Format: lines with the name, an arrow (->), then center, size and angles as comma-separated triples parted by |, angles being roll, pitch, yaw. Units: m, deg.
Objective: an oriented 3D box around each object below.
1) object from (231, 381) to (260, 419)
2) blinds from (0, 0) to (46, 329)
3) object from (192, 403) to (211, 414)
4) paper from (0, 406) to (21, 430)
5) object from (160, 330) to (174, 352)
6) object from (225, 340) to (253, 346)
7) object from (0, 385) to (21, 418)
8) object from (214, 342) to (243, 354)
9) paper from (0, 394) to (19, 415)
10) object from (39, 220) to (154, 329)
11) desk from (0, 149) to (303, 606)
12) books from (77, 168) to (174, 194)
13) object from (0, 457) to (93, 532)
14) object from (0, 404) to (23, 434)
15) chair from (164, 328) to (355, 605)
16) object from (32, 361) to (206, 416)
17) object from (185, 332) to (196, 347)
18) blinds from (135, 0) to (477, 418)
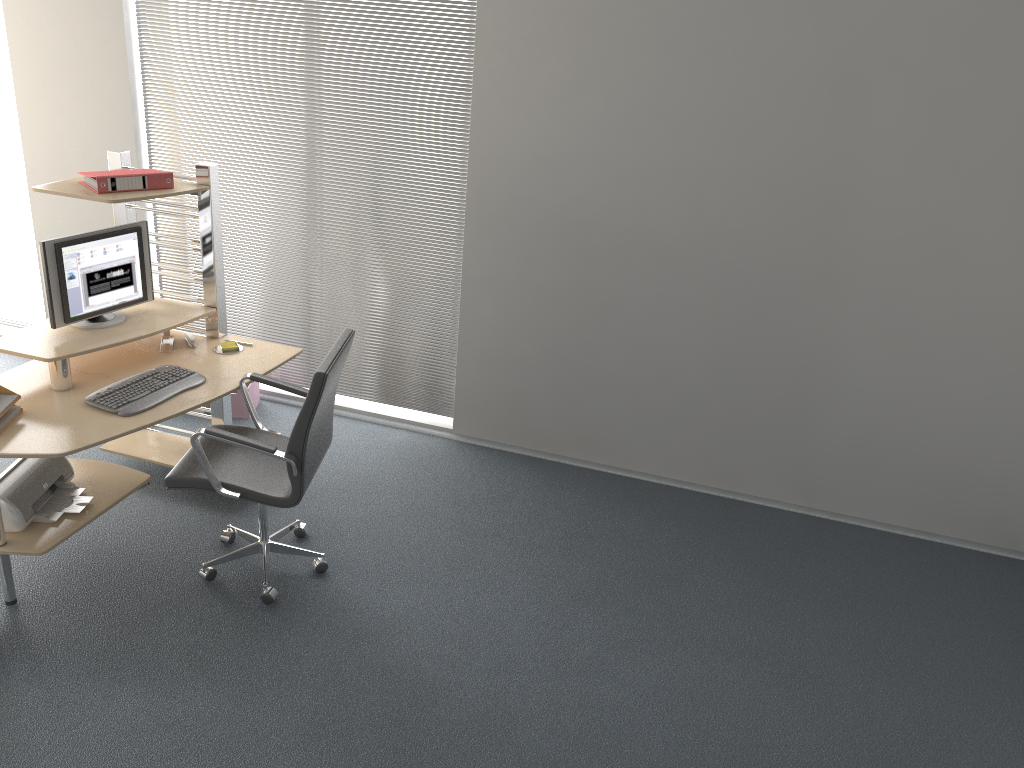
object -> -1.614, 0.066, 5.231 | 0.185, 0.202, 0.245 | 4, 24, -3
blinds -> -3.838, -1.763, 5.522 | 1.950, 2.749, 0.037 | 11, 24, 14
object -> -1.837, 0.034, 5.260 | 0.185, 0.202, 0.245 | 11, 24, 14
paper -> -2.055, 0.130, 3.347 | 0.297, 0.019, 0.210 | 2, 24, -6
object -> -1.625, -0.211, 4.173 | 0.054, 0.064, 0.159 | -3, 25, -17
object -> -1.321, -0.201, 4.276 | 0.158, 0.011, 0.011 | 10, 24, 11
object -> -2.051, 0.067, 3.319 | 0.309, 0.060, 0.225 | 2, 24, -6
object -> -1.342, -0.177, 4.198 | 0.132, 0.026, 0.132 | 11, 24, 14
paper -> -2.051, 0.082, 3.326 | 0.297, 0.010, 0.210 | 2, 24, -6
object -> -1.846, -0.485, 3.919 | 0.245, 0.418, 0.516 | 21, 28, 33
desk -> -1.674, -0.037, 3.724 | 0.967, 1.566, 1.469 | 11, 24, 14
books -> -1.692, -0.907, 3.883 | 0.320, 0.072, 0.262 | -16, 31, -39
object -> -1.932, 0.430, 3.653 | 0.351, 0.162, 0.438 | 4, 23, -1
object -> -2.055, 0.118, 3.341 | 0.309, 0.060, 0.225 | 2, 24, -6
chair -> -1.030, 0.315, 3.690 | 0.652, 1.048, 0.584 | 5, 23, 1
object -> -1.776, -0.022, 3.822 | 0.814, 0.082, 0.478 | 14, 25, 21
object -> -1.533, -0.214, 4.226 | 0.022, 0.042, 0.134 | -10, 27, -30
blinds -> -1.164, -1.250, 4.866 | 1.950, 2.770, 0.022 | 11, 24, 14
